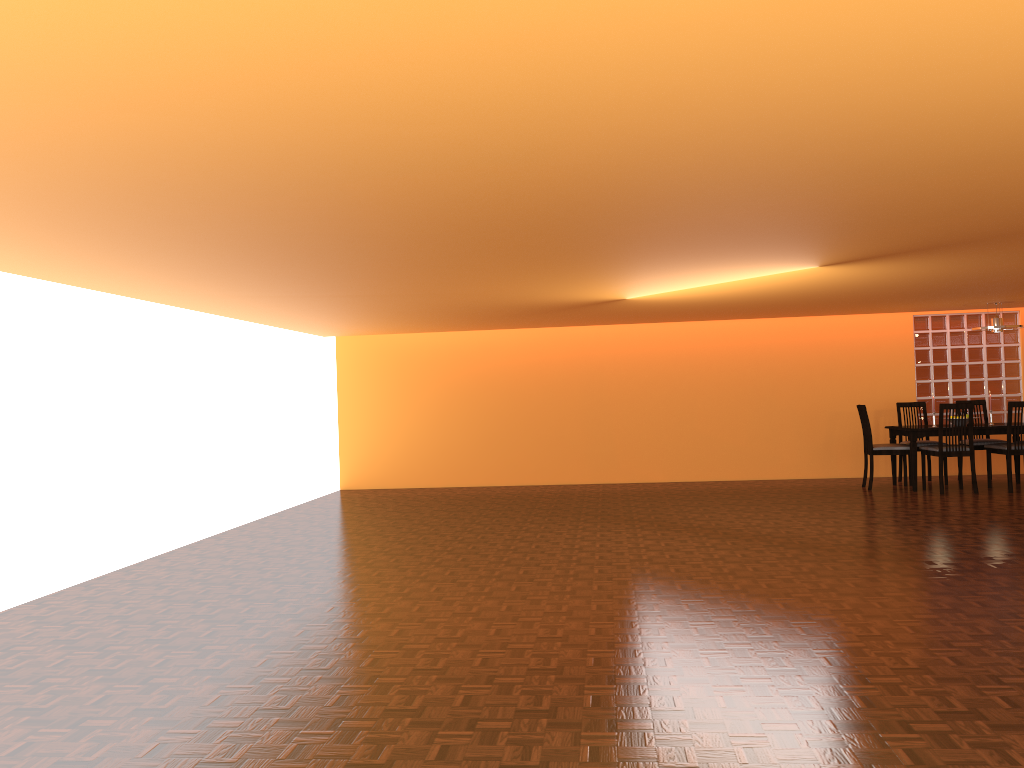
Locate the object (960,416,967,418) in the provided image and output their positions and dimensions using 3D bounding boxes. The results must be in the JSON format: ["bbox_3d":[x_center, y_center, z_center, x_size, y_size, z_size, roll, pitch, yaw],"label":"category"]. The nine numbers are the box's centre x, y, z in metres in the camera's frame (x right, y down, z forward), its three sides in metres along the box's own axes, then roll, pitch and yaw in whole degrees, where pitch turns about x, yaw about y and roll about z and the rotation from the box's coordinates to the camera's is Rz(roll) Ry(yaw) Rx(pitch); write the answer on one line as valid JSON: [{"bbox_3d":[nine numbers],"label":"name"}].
[{"bbox_3d":[4.232,0.331,8.288,0.066,0.070,0.055,-2,-1,-13],"label":"object"}]

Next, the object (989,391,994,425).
[{"bbox_3d":[4.494,0.218,8.321,0.044,0.326,0.044,-2,-1,-5],"label":"object"}]

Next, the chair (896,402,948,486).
[{"bbox_3d":[4.030,0.583,8.767,0.373,0.809,0.465,-2,-1,6],"label":"chair"}]

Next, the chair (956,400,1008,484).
[{"bbox_3d":[4.603,0.563,8.706,0.373,0.809,0.465,-2,-1,6],"label":"chair"}]

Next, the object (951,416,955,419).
[{"bbox_3d":[4.128,0.323,8.314,0.055,0.046,0.046,-2,-1,-11],"label":"object"}]

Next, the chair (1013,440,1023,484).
[{"bbox_3d":[5.003,0.543,8.268,0.465,0.809,0.373,-2,-1,1],"label":"chair"}]

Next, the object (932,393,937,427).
[{"bbox_3d":[3.946,0.237,8.295,0.044,0.326,0.044,-2,-1,-5],"label":"object"}]

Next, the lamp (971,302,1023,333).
[{"bbox_3d":[4.543,-0.623,8.311,0.435,0.274,0.435,-2,-1,28],"label":"lamp"}]

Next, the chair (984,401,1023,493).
[{"bbox_3d":[4.521,0.554,7.944,0.373,0.809,0.465,-2,-1,6],"label":"chair"}]

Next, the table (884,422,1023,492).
[{"bbox_3d":[4.270,0.681,8.325,1.259,0.584,0.697,-2,-1,6],"label":"table"}]

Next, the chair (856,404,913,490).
[{"bbox_3d":[3.550,0.594,8.431,0.465,0.809,0.373,-2,-1,11],"label":"chair"}]

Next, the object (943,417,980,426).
[{"bbox_3d":[4.219,0.355,8.347,0.337,0.072,0.337,-1,-1,-28],"label":"object"}]

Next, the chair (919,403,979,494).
[{"bbox_3d":[3.948,0.574,8.005,0.373,0.809,0.465,-2,-1,6],"label":"chair"}]

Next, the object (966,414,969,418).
[{"bbox_3d":[4.290,0.317,8.342,0.069,0.066,0.069,-2,-1,16],"label":"object"}]
